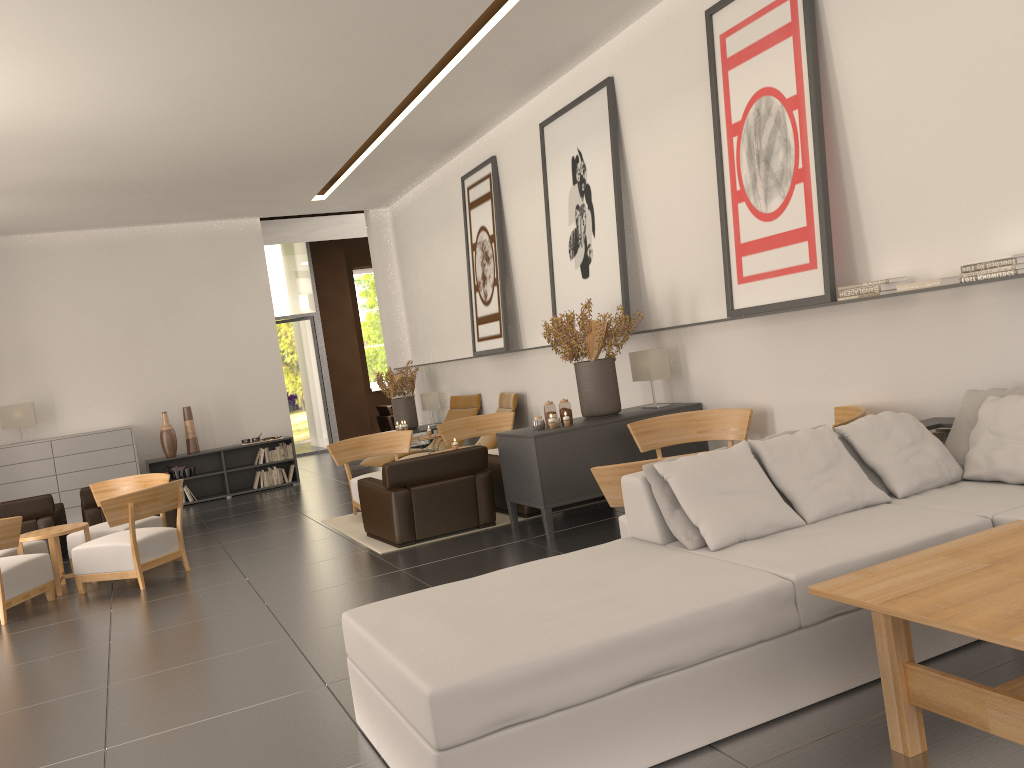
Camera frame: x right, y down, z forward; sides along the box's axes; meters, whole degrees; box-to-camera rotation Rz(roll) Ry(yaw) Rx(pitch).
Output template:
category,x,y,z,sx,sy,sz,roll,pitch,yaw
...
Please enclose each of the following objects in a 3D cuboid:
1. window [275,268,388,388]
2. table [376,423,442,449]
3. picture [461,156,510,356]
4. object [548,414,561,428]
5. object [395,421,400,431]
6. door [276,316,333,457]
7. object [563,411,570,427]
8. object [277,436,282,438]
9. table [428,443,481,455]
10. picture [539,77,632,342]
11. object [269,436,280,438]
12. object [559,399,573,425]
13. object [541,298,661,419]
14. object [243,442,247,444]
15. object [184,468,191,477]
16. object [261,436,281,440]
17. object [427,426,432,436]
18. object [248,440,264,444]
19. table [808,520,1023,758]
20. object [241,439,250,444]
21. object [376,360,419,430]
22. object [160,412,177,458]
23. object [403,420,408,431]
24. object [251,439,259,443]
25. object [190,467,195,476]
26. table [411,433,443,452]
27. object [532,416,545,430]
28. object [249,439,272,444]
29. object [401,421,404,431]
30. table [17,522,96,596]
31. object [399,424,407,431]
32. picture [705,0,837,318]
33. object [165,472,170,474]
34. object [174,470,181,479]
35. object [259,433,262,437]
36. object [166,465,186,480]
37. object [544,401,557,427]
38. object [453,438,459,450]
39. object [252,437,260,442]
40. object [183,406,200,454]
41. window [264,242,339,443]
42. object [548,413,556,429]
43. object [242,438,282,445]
category,x,y,z,sx,sy,sz,roll,pitch,yaw
window,-3.440,-3.588,22.347,99.230,20.574,48.591,-9,2,-24
table,-2.131,1.429,19.910,1.602,0.840,1.599,-9,2,-24
picture,-0.519,-2.307,16.536,0.385,3.492,1.599,-9,1,-24
object,0.517,0.456,10.932,0.157,0.158,0.158,-7,2,39
object,-2.504,0.949,19.470,0.108,0.254,0.108,-8,1,31
door,-7.039,0.173,27.432,2.378,4.267,0.100,-9,1,-9
object,0.661,0.424,10.798,0.080,0.187,0.080,-9,1,-14
object,-5.224,1.200,19.923,0.112,0.040,0.034,-10,2,-35
table,-0.810,1.424,13.546,0.797,0.903,0.798,-9,1,-1
picture,1.027,-2.410,13.044,0.385,3.492,2.191,-9,1,-24
object,-5.439,1.206,20.089,0.514,0.015,0.014,-7,2,35
object,0.670,0.342,11.095,0.157,0.325,0.158,-8,1,13
object,1.259,-0.381,11.516,1.423,1.553,1.436,-9,2,-11
object,-5.947,1.313,19.793,0.112,0.040,0.034,-8,2,20
object,-6.995,1.919,19.126,0.135,0.179,0.136,-7,2,37
object,-5.438,1.230,20.075,0.405,0.034,0.293,-8,2,24
object,-1.590,0.895,17.021,0.080,0.187,0.080,-8,1,31
object,-5.684,1.289,19.764,0.515,0.015,0.014,-10,2,-32
table,2.612,1.303,4.113,1.602,0.840,1.599,-9,2,-24
object,-6.001,1.293,20.000,0.187,0.082,0.188,-8,2,27
object,-2.546,0.277,20.039,0.927,1.553,1.587,-8,2,4
object,-7.383,1.087,19.019,0.326,0.992,0.327,-9,1,0
object,-2.337,0.926,19.438,0.104,0.254,0.104,-8,1,26
object,-5.776,1.278,19.822,0.292,0.058,0.086,-10,2,-37
object,-6.979,1.908,19.359,0.135,0.179,0.136,-9,1,-18
table,-1.543,1.419,17.036,0.796,0.903,0.799,-7,2,44
object,0.328,0.483,10.969,0.157,0.158,0.158,-7,2,39
object,-5.606,1.278,19.757,0.515,0.015,0.014,-10,2,-26
object,-2.403,0.932,19.544,0.104,0.254,0.104,-8,1,26
table,-6.037,2.335,11.766,0.870,0.803,0.870,-9,2,-1
object,-2.370,0.965,19.408,0.208,0.187,0.111,-10,2,-37
picture,2.669,-2.518,9.335,0.385,3.492,1.599,-9,1,-24
object,-7.382,1.982,19.003,0.135,0.179,0.135,-9,2,-23
object,-7.171,1.950,19.017,0.135,0.179,0.135,-9,2,-23
object,-5.774,1.202,20.135,0.086,0.152,0.262,-8,2,34
object,-7.259,1.890,19.209,0.414,0.309,0.142,-9,1,-9
object,0.482,0.369,11.132,0.158,0.325,0.157,-9,1,-32
object,-0.864,0.915,13.529,0.076,0.187,0.076,-8,1,15
object,-5.797,1.259,20.088,0.188,0.082,0.188,-9,2,-10
object,-7.047,1.005,19.413,0.262,1.025,0.262,-9,1,-20
window,-10.568,-0.804,25.580,10.320,7.379,0.100,-9,1,-24
object,0.484,0.450,10.802,0.076,0.187,0.076,-9,1,-7
object,-5.622,1.281,19.955,0.894,0.003,0.671,-9,2,-21
